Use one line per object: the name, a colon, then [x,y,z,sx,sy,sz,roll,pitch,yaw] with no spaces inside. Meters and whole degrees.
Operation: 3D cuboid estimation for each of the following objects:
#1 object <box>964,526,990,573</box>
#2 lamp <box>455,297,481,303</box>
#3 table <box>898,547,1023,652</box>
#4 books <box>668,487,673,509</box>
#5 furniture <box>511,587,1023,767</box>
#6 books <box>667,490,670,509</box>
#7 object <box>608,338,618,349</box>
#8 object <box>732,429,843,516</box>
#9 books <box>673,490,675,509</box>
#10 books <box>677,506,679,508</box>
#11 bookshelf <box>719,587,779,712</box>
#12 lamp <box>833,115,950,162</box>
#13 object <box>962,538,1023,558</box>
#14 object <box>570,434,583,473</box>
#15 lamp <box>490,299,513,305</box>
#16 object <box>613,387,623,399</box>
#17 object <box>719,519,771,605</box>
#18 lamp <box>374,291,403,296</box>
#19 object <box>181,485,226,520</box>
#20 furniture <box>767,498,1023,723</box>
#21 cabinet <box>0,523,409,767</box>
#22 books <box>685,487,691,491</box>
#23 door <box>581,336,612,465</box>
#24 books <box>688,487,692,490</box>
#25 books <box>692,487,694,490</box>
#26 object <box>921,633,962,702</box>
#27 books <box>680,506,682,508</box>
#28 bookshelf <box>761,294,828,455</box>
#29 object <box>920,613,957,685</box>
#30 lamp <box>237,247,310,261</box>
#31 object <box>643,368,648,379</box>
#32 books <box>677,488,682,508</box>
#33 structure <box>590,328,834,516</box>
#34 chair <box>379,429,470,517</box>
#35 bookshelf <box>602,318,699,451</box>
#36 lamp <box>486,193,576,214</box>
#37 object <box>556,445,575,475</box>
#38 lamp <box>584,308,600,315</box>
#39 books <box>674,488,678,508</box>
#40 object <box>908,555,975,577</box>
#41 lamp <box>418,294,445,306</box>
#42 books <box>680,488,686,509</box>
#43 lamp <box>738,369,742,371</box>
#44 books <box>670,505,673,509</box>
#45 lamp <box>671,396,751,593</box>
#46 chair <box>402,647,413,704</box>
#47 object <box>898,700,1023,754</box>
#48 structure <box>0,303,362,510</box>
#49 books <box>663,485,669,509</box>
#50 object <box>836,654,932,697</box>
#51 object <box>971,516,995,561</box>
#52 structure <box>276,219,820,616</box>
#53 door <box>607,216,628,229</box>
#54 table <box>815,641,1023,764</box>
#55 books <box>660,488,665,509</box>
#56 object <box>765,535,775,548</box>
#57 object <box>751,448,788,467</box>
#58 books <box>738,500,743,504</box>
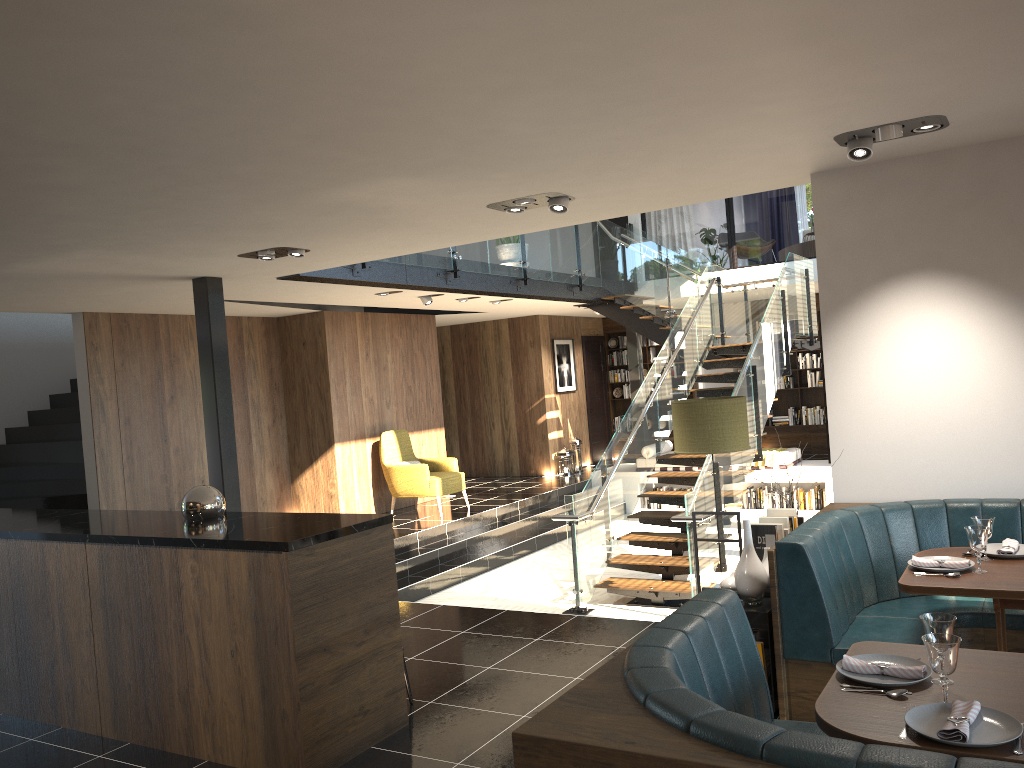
object: [2.004,0.712,3.811,0.098,0.192,0.098,-4,1,29]
lamp: [-0.548,-1.107,10.984,0.346,0.177,0.195,-4,1,31]
table: [2.501,1.102,3.672,1.539,0.661,0.822,-4,1,31]
books: [2.409,1.722,13.426,0.021,0.313,0.139,-4,1,31]
furniture: [1.491,1.105,2.068,2.610,0.822,1.364,-4,0,31]
books: [2.386,1.739,13.430,0.025,0.282,0.149,-4,1,31]
object: [1.921,-0.770,16.840,0.212,0.222,0.082,-4,1,31]
object: [1.525,0.636,5.064,0.607,0.745,0.406,-5,1,-9]
books: [2.459,1.740,13.410,0.021,0.271,0.148,-4,1,31]
books: [2.531,1.746,13.447,0.026,0.247,0.149,-4,1,31]
bookshelf: [1.370,1.274,4.698,0.356,0.500,1.303,-4,1,31]
lamp: [1.826,-1.247,4.282,0.502,0.248,0.349,-4,1,31]
object: [2.270,0.761,4.107,0.325,0.051,0.269,-4,0,35]
object: [1.098,1.174,15.033,0.182,0.643,0.182,-4,1,31]
lamp: [-0.148,-1.140,11.648,0.346,0.177,0.195,-4,1,31]
object: [2.019,0.172,16.871,0.212,0.222,0.082,-4,1,31]
object: [1.167,0.841,4.297,0.319,0.398,0.316,-4,1,7]
lamp: [-1.347,-1.049,9.657,0.346,0.158,0.195,-4,1,31]
object: [-1.660,0.657,4.772,0.227,0.228,0.227,-5,1,-8]
furniture: [2.640,1.009,3.898,2.610,0.822,1.364,-4,0,31]
cabinet: [-2.244,1.300,4.949,3.565,0.994,0.698,-4,1,31]
books: [2.652,1.711,13.312,0.033,0.299,0.195,-4,1,31]
door: [1.559,0.286,16.444,0.104,2.348,0.930,-4,1,31]
books: [2.684,1.712,13.308,0.025,0.293,0.205,-4,1,31]
books: [2.737,1.700,13.295,0.023,0.308,0.126,-4,1,31]
object: [1.169,0.783,2.400,0.098,0.192,0.098,-4,1,29]
books: [2.574,1.736,13.382,0.019,0.261,0.182,-4,1,31]
bookshelf: [5.193,-0.166,14.951,2.091,2.683,0.273,-4,1,31]
object: [1.251,0.776,2.591,0.098,0.192,0.098,-4,1,29]
lamp: [-1.734,-1.005,6.439,0.502,0.195,0.349,-4,0,31]
object: [2.471,-0.179,16.576,0.212,0.222,0.082,-4,1,31]
books: [2.550,1.726,13.433,0.025,0.285,0.137,-4,1,31]
structure: [3.067,0.271,13.441,3.783,3.245,1.148,-4,1,31]
chair: [-1.170,1.137,11.619,1.031,1.098,0.807,-4,1,30]
bookshelf: [2.610,0.029,16.517,1.704,2.683,0.273,-4,1,31]
lamp: [0.110,-1.126,5.322,0.502,0.231,0.349,-4,1,31]
object: [0.900,1.270,14.889,0.262,0.483,0.262,-4,1,31]
lamp: [1.298,-1.220,14.039,0.346,0.263,0.195,-4,1,31]
books: [2.487,1.725,13.419,0.020,0.295,0.102,-4,1,31]
object: [1.891,0.792,3.918,0.269,0.051,0.324,-4,0,35]
lamp: [-0.944,-1.038,10.322,0.346,0.247,0.195,-4,1,31]
books: [2.589,1.724,13.363,0.028,0.282,0.172,-4,1,31]
lamp: [5.087,-0.134,18.995,0.470,0.726,0.469,-4,1,24]
books: [2.432,1.757,13.412,0.029,0.240,0.165,-4,1,31]
lamp: [1.274,0.800,5.191,0.637,1.445,0.437,-5,1,-33]
chair: [-0.808,1.290,4.604,0.413,0.799,0.412,-4,1,40]
object: [1.157,0.856,2.241,0.325,0.051,0.269,-4,0,35]
structure: [-4.661,0.456,11.016,1.965,3.018,6.658,-4,1,31]
books: [2.351,1.714,13.450,0.051,0.338,0.187,-4,1,31]
object: [1.111,0.857,2.665,0.269,0.051,0.324,-4,0,35]
object: [2.142,0.701,4.021,0.098,0.192,0.098,-4,1,29]
structure: [1.144,0.027,10.158,3.449,4.869,7.275,-4,1,30]
door: [1.953,-2.768,16.628,0.931,2.348,0.104,-4,1,31]
table: [1.646,1.174,2.297,1.539,0.661,0.822,-4,1,31]
books: [2.309,1.732,13.453,0.028,0.309,0.211,-4,1,31]
object: [1.308,0.890,4.466,0.047,0.262,0.020,-4,1,31]
object: [3.787,1.223,13.082,0.466,0.510,1.166,-4,1,31]
books: [3.268,1.728,12.997,0.249,0.026,0.148,-4,0,29]
